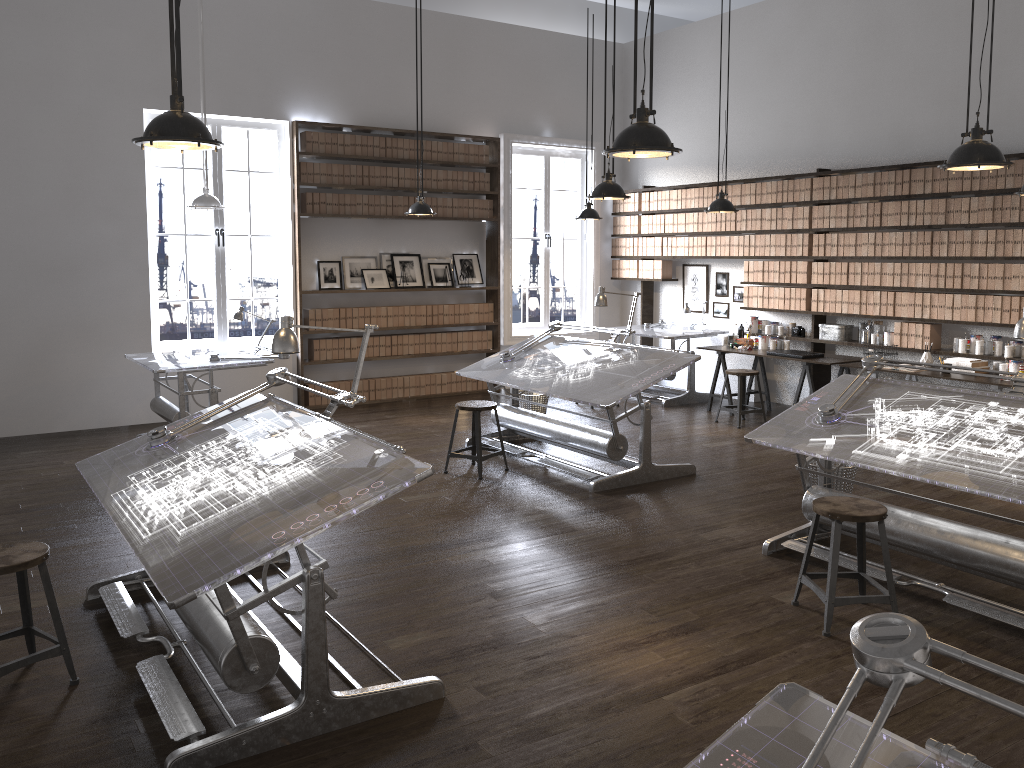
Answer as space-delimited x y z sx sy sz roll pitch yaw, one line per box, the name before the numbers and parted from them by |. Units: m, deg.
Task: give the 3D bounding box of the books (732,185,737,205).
books | 2.485 -2.055 9.657 0.175 0.224 0.067 -4 7 -33

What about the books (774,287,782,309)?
books | 2.817 -0.897 9.243 0.175 0.224 0.067 -4 7 -33

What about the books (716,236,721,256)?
books | 2.366 -1.535 9.892 0.175 0.224 0.067 -4 7 -33

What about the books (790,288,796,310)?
books | 2.931 -0.872 9.069 0.175 0.224 0.067 -4 7 -33

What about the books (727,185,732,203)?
books | 2.447 -2.064 9.716 0.175 0.224 0.067 -4 7 -33

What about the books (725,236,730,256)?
books | 2.436 -1.517 9.773 0.175 0.225 0.067 -4 7 -33

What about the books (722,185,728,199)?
books | 2.405 -2.072 9.773 0.175 0.224 0.067 -4 7 -33

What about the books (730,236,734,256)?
books | 2.476 -1.510 9.720 0.175 0.224 0.067 -4 7 -33

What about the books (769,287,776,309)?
books | 2.782 -0.906 9.303 0.175 0.224 0.067 -4 7 -33

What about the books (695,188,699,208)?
books | 2.174 -2.123 10.124 0.175 0.224 0.067 -4 7 -33

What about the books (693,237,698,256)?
books | 2.170 -1.578 10.189 0.175 0.224 0.067 -4 7 -33

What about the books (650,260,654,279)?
books | 1.770 -1.398 10.821 0.175 0.225 0.067 -4 7 -33

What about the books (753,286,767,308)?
books | 2.664 -0.931 9.479 0.175 0.224 0.067 -4 7 -33

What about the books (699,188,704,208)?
books | 2.213 -2.114 10.063 0.175 0.225 0.067 -4 7 -33

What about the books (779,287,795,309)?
books | 2.854 -0.888 9.180 0.175 0.224 0.067 -4 7 -33

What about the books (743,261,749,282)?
books | 2.588 -1.216 9.567 0.175 0.225 0.067 -4 7 -33

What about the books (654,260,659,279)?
books | 1.813 -1.391 10.767 0.175 0.224 0.067 -4 7 -33

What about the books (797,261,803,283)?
books | 2.975 -1.130 8.977 0.175 0.224 0.067 -4 7 -33

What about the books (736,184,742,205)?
books | 2.517 -2.046 9.597 0.175 0.225 0.067 -4 7 -33

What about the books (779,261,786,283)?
books | 2.855 -1.158 9.167 0.175 0.224 0.067 -4 7 -33

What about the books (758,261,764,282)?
books | 2.697 -1.191 9.397 0.175 0.225 0.067 -4 7 -33

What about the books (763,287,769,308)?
books | 2.743 -0.914 9.360 0.175 0.224 0.067 -4 7 -33

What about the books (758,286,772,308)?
books | 2.701 -0.922 9.417 0.175 0.225 0.067 -4 7 -33

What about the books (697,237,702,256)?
books | 2.208 -1.570 10.135 0.175 0.224 0.067 -4 7 -33

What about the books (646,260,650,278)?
books | 1.737 -1.407 10.879 0.175 0.224 0.067 -4 7 -33

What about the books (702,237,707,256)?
books | 2.243 -1.561 10.070 0.175 0.225 0.067 -4 7 -33

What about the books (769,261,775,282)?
books | 2.777 -1.175 9.285 0.175 0.224 0.067 -4 7 -33

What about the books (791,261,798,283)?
books | 2.936 -1.140 9.042 0.175 0.224 0.067 -4 7 -33

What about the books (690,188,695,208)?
books | 2.137 -2.132 10.186 0.175 0.224 0.067 -4 7 -33

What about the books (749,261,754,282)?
books | 2.629 -1.207 9.507 0.175 0.224 0.067 -4 7 -33

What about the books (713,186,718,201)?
books | 2.325 -2.090 9.895 0.175 0.225 0.067 -4 7 -33

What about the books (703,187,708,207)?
books | 2.251 -2.107 10.013 0.175 0.224 0.067 -4 7 -33

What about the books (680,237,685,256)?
books | 2.056 -1.603 10.362 0.175 0.224 0.067 -4 7 -33

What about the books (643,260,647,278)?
books | 1.702 -1.414 10.931 0.175 0.224 0.067 -4 7 -33

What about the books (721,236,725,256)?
books | 2.404 -1.526 9.832 0.175 0.224 0.067 -4 7 -33

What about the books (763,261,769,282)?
books | 2.738 -1.184 9.344 0.175 0.224 0.067 -4 7 -33

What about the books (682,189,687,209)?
books | 2.063 -2.149 10.304 0.175 0.224 0.067 -4 7 -33

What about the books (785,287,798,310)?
books | 2.893 -0.879 9.120 0.175 0.225 0.067 -4 7 -33

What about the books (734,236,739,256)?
books | 2.509 -1.502 9.666 0.175 0.224 0.067 -4 7 -33

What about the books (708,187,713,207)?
books | 2.289 -2.099 9.960 0.175 0.224 0.067 -4 7 -33

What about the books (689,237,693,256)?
books | 2.132 -1.585 10.239 0.175 0.225 0.067 -4 7 -33

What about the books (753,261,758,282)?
books | 2.664 -1.200 9.456 0.175 0.224 0.067 -4 7 -33

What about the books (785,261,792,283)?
books | 2.891 -1.148 9.101 0.175 0.225 0.067 -4 7 -33

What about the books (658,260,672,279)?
books | 1.850 -1.382 10.707 0.175 0.224 0.067 -4 7 -33

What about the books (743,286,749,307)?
books | 2.591 -0.947 9.585 0.175 0.225 0.067 -4 7 -33

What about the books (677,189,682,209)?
books | 2.022 -2.157 10.361 0.175 0.225 0.067 -4 7 -33

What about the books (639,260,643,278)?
books | 1.661 -1.423 10.991 0.175 0.225 0.067 -4 7 -33

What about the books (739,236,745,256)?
books | 2.547 -1.493 9.605 0.175 0.225 0.067 -4 7 -33

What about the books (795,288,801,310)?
books | 2.969 -0.864 9.016 0.175 0.224 0.067 -4 7 -33

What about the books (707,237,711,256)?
books | 2.289 -1.552 10.011 0.175 0.224 0.067 -4 7 -33

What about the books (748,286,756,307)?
books | 2.631 -0.939 9.532 0.175 0.224 0.067 -4 7 -33

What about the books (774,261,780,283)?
books | 2.812 -1.166 9.223 0.175 0.224 0.067 -4 7 -33

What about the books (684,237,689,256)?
books | 2.093 -1.594 10.299 0.175 0.224 0.067 -4 7 -33

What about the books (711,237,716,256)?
books | 2.324 -1.543 9.949 0.175 0.224 0.067 -4 7 -33

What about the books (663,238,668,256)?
books | 1.897 -1.638 10.606 0.175 0.224 0.067 -4 7 -33

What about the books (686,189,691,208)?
books | 2.103 -2.141 10.247 0.175 0.224 0.067 -4 7 -33

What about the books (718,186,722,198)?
books | 2.370 -2.081 9.835 0.175 0.224 0.067 -4 7 -33
